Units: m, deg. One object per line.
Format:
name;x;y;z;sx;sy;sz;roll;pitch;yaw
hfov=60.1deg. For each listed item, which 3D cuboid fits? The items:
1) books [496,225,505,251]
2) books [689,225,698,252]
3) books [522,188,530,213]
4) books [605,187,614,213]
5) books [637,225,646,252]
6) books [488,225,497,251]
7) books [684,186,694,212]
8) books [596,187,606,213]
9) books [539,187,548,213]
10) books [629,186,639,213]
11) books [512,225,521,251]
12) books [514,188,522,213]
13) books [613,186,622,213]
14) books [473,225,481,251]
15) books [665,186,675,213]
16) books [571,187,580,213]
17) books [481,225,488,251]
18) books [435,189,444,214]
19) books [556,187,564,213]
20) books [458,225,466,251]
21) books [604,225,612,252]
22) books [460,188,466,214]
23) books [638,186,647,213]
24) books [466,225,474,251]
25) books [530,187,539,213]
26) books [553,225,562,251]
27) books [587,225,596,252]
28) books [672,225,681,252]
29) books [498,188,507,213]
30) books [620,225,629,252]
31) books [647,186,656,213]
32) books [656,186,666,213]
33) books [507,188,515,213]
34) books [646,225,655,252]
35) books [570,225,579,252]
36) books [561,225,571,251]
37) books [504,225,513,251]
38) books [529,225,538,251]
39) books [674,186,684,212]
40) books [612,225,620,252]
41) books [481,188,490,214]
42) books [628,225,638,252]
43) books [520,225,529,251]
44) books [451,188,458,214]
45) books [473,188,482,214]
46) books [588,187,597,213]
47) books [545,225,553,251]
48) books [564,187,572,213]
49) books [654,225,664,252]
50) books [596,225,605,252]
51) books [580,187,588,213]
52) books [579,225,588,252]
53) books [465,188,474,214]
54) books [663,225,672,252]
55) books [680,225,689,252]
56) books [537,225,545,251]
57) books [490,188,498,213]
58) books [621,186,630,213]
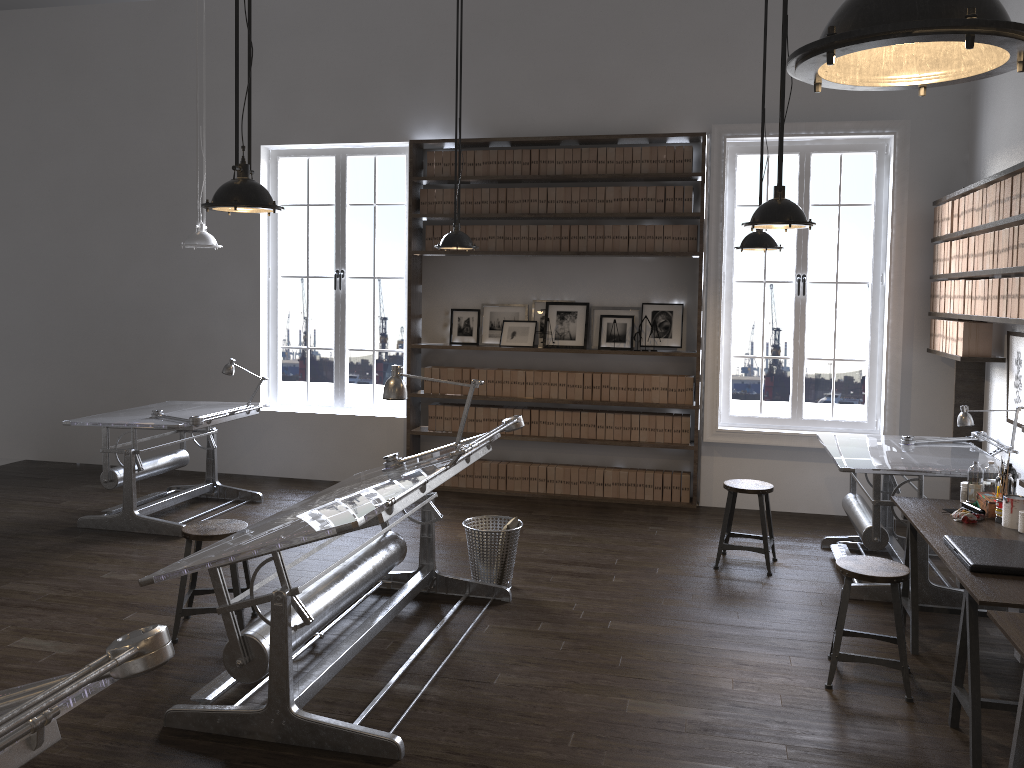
books;-0.081;-1.237;7.562;0.067;0.225;0.175;2;4;13
books;1.474;-1.175;7.200;0.067;0.225;0.175;2;4;13
books;0.132;-1.539;7.496;0.067;0.225;0.175;2;4;13
books;0.818;-1.512;7.338;0.067;0.225;0.175;2;4;13
books;1.073;-1.191;7.295;0.067;0.225;0.175;2;4;13
books;-0.151;-1.240;7.581;0.067;0.225;0.175;2;4;13
books;1.436;-1.488;7.194;0.067;0.225;0.175;2;4;13
books;0.747;-1.515;7.353;0.067;0.225;0.175;2;4;13
books;0.274;-1.534;7.466;0.067;0.225;0.175;2;4;13
books;1.010;-1.505;7.296;0.067;0.225;0.175;2;4;13
books;0.057;-1.232;7.536;0.067;0.225;0.175;2;4;13
books;0.072;-1.542;7.515;0.067;0.225;0.175;2;4;13
books;0.879;-1.510;7.325;0.067;0.225;0.175;2;4;13
books;-0.278;-1.245;7.607;0.067;0.225;0.175;2;4;13
books;1.289;-1.493;7.225;0.067;0.225;0.175;2;4;13
books;0.542;-1.523;7.400;0.067;0.225;0.175;2;4;13
books;-0.212;-1.243;7.597;0.067;0.225;0.175;2;4;13
books;-0.607;-1.569;7.671;0.067;0.225;0.175;2;4;13
books;0.417;-1.528;7.432;0.067;0.225;0.175;2;4;13
books;-0.411;-1.251;7.645;0.067;0.225;0.175;2;4;13
books;0.807;-1.202;7.352;0.067;0.225;0.175;2;4;13
books;-0.411;-1.561;7.624;0.067;0.225;0.175;2;4;13
books;1.079;-1.502;7.279;0.067;0.225;0.175;2;4;13
books;-0.342;-1.248;7.628;0.067;0.225;0.175;2;4;13
books;0.203;-1.536;7.479;0.067;0.225;0.175;2;4;13
books;0.391;-1.219;7.457;0.067;0.225;0.175;2;4;13
books;0.674;-1.208;7.389;0.067;0.225;0.175;2;4;13
books;1.343;-1.180;7.225;0.067;0.225;0.175;2;4;13
books;-0.065;-1.547;7.543;0.067;0.225;0.175;2;4;13
books;0.934;-1.197;7.325;0.067;0.225;0.175;2;4;13
books;1.147;-1.499;7.259;0.067;0.225;0.175;2;4;13
books;1.218;-1.497;7.247;0.067;0.225;0.175;2;4;13
books;0.009;-1.545;7.532;0.067;0.225;0.175;2;4;13
books;1.142;-1.189;7.280;0.067;0.225;0.175;2;4;13
books;0.536;-1.213;7.423;0.067;0.225;0.175;2;4;13
books;0.462;-1.216;7.434;0.067;0.225;0.175;2;4;13
books;-0.011;-1.235;7.550;0.067;0.225;0.175;2;4;13
books;0.194;-1.226;7.496;0.067;0.225;0.175;2;4;13
books;1.363;-1.491;7.213;0.067;0.225;0.175;2;4;13
books;0.873;-1.199;7.341;0.067;0.225;0.175;2;4;13
books;-0.207;-1.553;7.578;0.067;0.225;0.175;2;4;13
books;1.004;-1.194;7.307;0.067;0.225;0.175;2;4;13
books;0.124;-1.229;7.516;0.067;0.225;0.175;2;4;13
books;-0.475;-1.564;7.644;0.067;0.225;0.175;2;4;13
books;-0.275;-1.556;7.598;0.067;0.225;0.175;2;4;13
books;0.679;-1.518;7.373;0.067;0.225;0.175;2;4;13
books;0.327;-1.221;7.469;0.067;0.225;0.175;2;4;13
books;0.479;-1.526;7.419;0.067;0.225;0.175;2;4;13
books;1.209;-1.186;7.261;0.067;0.225;0.175;2;4;13
books;0.743;-1.205;7.373;0.067;0.225;0.175;2;4;13
books;0.612;-1.521;7.390;0.067;0.225;0.175;2;4;13
books;0.604;-1.210;7.402;0.067;0.225;0.175;2;4;13
books;-0.344;-1.559;7.614;0.067;0.225;0.175;2;4;13
books;1.278;-1.183;7.241;0.067;0.225;0.175;2;4;13
books;1.406;-1.178;7.215;0.067;0.225;0.175;2;4;13
books;0.264;-1.223;7.479;0.067;0.225;0.175;2;4;13
books;-0.136;-1.551;7.566;0.067;0.225;0.175;2;4;13
books;0.943;-1.507;7.305;0.067;0.225;0.175;2;4;13
